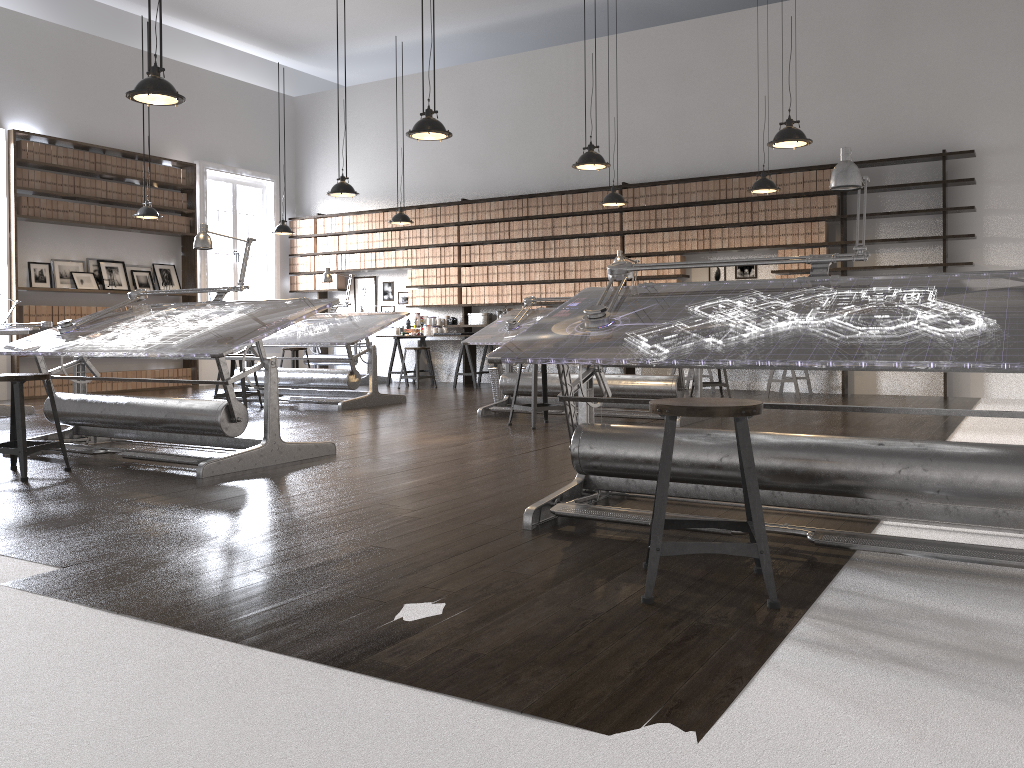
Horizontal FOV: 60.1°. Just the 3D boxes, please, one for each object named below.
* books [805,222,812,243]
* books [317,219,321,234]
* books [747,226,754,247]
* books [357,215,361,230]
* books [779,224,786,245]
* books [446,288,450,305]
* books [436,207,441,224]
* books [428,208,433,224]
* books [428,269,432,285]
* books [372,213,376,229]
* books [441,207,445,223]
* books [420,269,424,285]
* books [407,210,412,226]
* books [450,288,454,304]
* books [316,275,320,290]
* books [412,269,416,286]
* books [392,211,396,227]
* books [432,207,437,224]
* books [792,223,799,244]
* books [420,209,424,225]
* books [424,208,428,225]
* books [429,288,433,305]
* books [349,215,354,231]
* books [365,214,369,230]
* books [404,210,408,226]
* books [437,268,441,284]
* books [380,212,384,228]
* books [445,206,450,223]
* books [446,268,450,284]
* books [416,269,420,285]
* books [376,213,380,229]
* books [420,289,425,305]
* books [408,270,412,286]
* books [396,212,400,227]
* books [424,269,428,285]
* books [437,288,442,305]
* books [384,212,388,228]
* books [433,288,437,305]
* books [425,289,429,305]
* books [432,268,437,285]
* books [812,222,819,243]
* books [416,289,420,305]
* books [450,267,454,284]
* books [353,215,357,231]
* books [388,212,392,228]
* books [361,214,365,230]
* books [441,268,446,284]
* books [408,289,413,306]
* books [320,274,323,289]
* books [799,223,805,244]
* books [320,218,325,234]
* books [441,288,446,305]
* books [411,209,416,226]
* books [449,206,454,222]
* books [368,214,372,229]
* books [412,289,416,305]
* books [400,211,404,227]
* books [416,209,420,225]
[{"bbox_3d":[3.211,-1.620,9.540,0.067,0.225,0.175,0,2,31],"label":"books"},{"bbox_3d":[-2.805,-2.327,13.124,0.067,0.225,0.175,0,2,31],"label":"books"},{"bbox_3d":[2.672,-1.634,9.855,0.067,0.225,0.175,0,2,31],"label":"books"},{"bbox_3d":[-2.143,-2.310,12.729,0.067,0.225,0.174,0,2,31],"label":"books"},{"bbox_3d":[2.977,-1.626,9.674,0.067,0.225,0.175,0,2,31],"label":"books"},{"bbox_3d":[-0.821,-1.182,11.953,0.067,0.225,0.175,0,2,31],"label":"books"},{"bbox_3d":[-0.948,-2.277,12.013,0.067,0.225,0.175,0,2,31],"label":"books"},{"bbox_3d":[-1.067,-2.280,12.079,0.067,0.225,0.175,0,2,31],"label":"books"},{"bbox_3d":[-1.069,-1.459,12.099,0.067,0.225,0.174,0,2,31],"label":"books"},{"bbox_3d":[-1.906,-2.303,12.584,0.067,0.225,0.175,0,2,31],"label":"books"},{"bbox_3d":[-0.884,-2.276,11.975,0.067,0.225,0.175,0,2,31],"label":"books"},{"bbox_3d":[-1.191,-1.462,12.165,0.067,0.225,0.175,0,2,31],"label":"books"},{"bbox_3d":[-1.370,-2.288,12.263,0.067,0.225,0.175,0,2,31],"label":"books"},{"bbox_3d":[-0.764,-1.180,11.922,0.067,0.225,0.175,0,2,31],"label":"books"},{"bbox_3d":[-2.827,-1.506,13.143,0.067,0.225,0.175,0,2,31],"label":"books"},{"bbox_3d":[-1.301,-1.465,12.234,0.067,0.225,0.175,0,2,31],"label":"books"},{"bbox_3d":[-1.598,-2.295,12.403,0.067,0.225,0.174,0,2,31],"label":"books"},{"bbox_3d":[-1.005,-2.278,12.042,0.067,0.225,0.175,0,2,31],"label":"books"},{"bbox_3d":[3.095,-1.623,9.608,0.067,0.225,0.175,0,2,31],"label":"books"},{"bbox_3d":[-1.185,-2.284,12.158,0.067,0.225,0.174,0,2,31],"label":"books"},{"bbox_3d":[-1.127,-2.282,12.119,0.067,0.225,0.174,0,2,31],"label":"books"},{"bbox_3d":[-1.058,-1.188,12.098,0.067,0.225,0.174,0,2,31],"label":"books"},{"bbox_3d":[-2.266,-2.313,12.796,0.067,0.225,0.175,0,2,31],"label":"books"},{"bbox_3d":[-2.024,-2.306,12.650,0.067,0.225,0.175,0,2,31],"label":"books"},{"bbox_3d":[-1.423,-2.290,12.297,0.067,0.225,0.175,0,2,31],"label":"books"},{"bbox_3d":[-0.947,-1.456,12.027,0.067,0.225,0.175,0,2,31],"label":"books"},{"bbox_3d":[-1.787,-2.300,12.510,0.067,0.225,0.175,0,2,31],"label":"books"},{"bbox_3d":[-0.823,-2.274,11.941,0.067,0.225,0.174,0,2,31],"label":"books"},{"bbox_3d":[-0.819,-1.452,11.950,0.067,0.225,0.175,0,2,31],"label":"books"},{"bbox_3d":[-1.246,-1.464,12.203,0.067,0.225,0.175,0,2,31],"label":"books"},{"bbox_3d":[-1.848,-2.302,12.553,0.067,0.225,0.175,0,2,31],"label":"books"},{"bbox_3d":[-1.182,-1.191,12.165,0.067,0.225,0.175,0,2,31],"label":"books"},{"bbox_3d":[-1.364,-1.467,12.270,0.067,0.225,0.175,0,2,31],"label":"books"},{"bbox_3d":[-1.538,-2.293,12.367,0.067,0.225,0.175,0,2,31],"label":"books"},{"bbox_3d":[-1.130,-1.461,12.136,0.067,0.225,0.175,0,2,31],"label":"books"},{"bbox_3d":[-0.940,-1.185,12.019,0.067,0.225,0.175,0,2,31],"label":"books"},{"bbox_3d":[-1.720,-2.298,12.476,0.067,0.225,0.175,0,2,31],"label":"books"},{"bbox_3d":[-1.000,-1.186,12.059,0.067,0.225,0.174,0,2,31],"label":"books"},{"bbox_3d":[-1.119,-1.190,12.132,0.067,0.225,0.175,0,2,31],"label":"books"},{"bbox_3d":[-1.010,-1.457,12.059,0.067,0.225,0.174,0,2,31],"label":"books"},{"bbox_3d":[3.272,-1.618,9.504,0.067,0.225,0.174,0,2,31],"label":"books"},{"bbox_3d":[-1.243,-1.193,12.204,0.067,0.225,0.175,0,2,31],"label":"books"},{"bbox_3d":[-0.755,-1.450,11.910,0.067,0.225,0.175,0,2,31],"label":"books"},{"bbox_3d":[-2.203,-2.311,12.763,0.067,0.225,0.175,0,2,31],"label":"books"},{"bbox_3d":[-1.661,-2.296,12.436,0.067,0.225,0.174,0,2,31],"label":"books"},{"bbox_3d":[-2.085,-2.308,12.690,0.067,0.225,0.174,0,2,31],"label":"books"},{"bbox_3d":[-0.885,-1.454,11.984,0.067,0.225,0.175,0,2,31],"label":"books"},{"bbox_3d":[-1.356,-1.196,12.267,0.067,0.225,0.175,0,2,31],"label":"books"},{"bbox_3d":[-2.764,-1.504,13.108,0.067,0.225,0.175,0,2,31],"label":"books"},{"bbox_3d":[3.150,-1.621,9.570,0.067,0.225,0.175,0,2,31],"label":"books"},{"bbox_3d":[-2.744,-2.326,13.082,0.067,0.225,0.175,0,2,31],"label":"books"},{"bbox_3d":[-0.878,-1.183,11.982,0.067,0.225,0.175,0,2,31],"label":"books"},{"bbox_3d":[-1.309,-2.287,12.225,0.067,0.225,0.175,0,2,31],"label":"books"},{"bbox_3d":[-0.765,-2.272,11.902,0.067,0.225,0.174,0,2,31],"label":"books"},{"bbox_3d":[-1.962,-2.304,12.613,0.067,0.225,0.175,0,2,31],"label":"books"},{"bbox_3d":[-1.296,-1.195,12.237,0.067,0.225,0.175,0,2,31],"label":"books"},{"bbox_3d":[-1.483,-2.291,12.327,0.067,0.225,0.175,0,2,31],"label":"books"},{"bbox_3d":[-1.246,-2.285,12.192,0.067,0.225,0.175,0,2,31],"label":"books"}]
